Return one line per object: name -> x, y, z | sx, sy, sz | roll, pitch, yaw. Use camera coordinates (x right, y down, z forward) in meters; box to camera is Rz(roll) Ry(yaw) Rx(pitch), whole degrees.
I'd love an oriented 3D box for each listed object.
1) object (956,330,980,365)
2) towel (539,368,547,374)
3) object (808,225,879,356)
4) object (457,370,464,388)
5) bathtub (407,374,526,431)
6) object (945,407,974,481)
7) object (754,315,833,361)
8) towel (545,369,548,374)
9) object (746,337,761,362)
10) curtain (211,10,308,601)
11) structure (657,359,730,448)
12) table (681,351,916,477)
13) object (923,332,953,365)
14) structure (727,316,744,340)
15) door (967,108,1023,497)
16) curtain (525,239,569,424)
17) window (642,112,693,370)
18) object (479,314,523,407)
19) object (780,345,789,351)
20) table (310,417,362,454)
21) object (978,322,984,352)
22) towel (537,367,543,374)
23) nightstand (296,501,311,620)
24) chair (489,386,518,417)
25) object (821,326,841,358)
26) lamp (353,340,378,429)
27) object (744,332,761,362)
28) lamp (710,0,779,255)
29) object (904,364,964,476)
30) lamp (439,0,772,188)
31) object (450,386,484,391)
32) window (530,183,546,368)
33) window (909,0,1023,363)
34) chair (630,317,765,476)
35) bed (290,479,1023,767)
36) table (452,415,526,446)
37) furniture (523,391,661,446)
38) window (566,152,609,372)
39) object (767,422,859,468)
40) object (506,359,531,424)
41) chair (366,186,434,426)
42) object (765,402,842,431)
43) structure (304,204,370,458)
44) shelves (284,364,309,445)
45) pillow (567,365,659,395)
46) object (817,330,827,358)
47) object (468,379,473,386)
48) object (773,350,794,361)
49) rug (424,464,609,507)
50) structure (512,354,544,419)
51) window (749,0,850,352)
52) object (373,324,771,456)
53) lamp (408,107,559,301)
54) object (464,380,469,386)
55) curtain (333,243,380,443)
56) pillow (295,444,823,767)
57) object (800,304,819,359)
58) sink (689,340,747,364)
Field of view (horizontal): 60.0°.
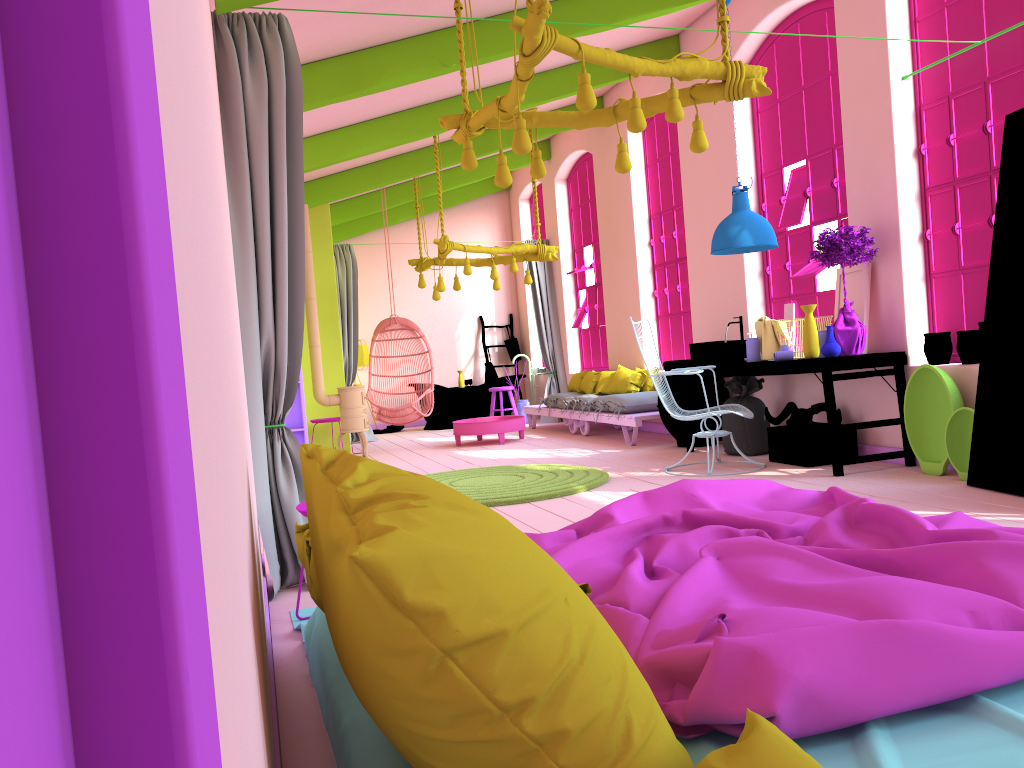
object -> 3.023, -0.243, 5.829 | 0.182, 0.223, 0.182 | -6, 2, -34
towel -> 0.588, -0.224, 14.086 | 0.247, 0.102, 0.262 | -5, 2, -26
object -> 2.400, -0.678, 6.412 | 0.503, 0.951, 0.441 | -3, 3, 34
object -> -0.794, -0.051, 13.818 | 0.097, 0.321, 0.097 | -5, 2, -5
bathtub -> -0.668, 0.282, 13.892 | 1.888, 0.740, 0.826 | -5, 2, -16
object -> 2.869, 0.367, 5.521 | 0.137, 0.463, 0.284 | -6, 2, -31
object -> 2.231, -0.381, 7.168 | 0.444, 0.369, 0.633 | -5, 2, -16
towel -> 0.663, -0.223, 13.827 | 0.262, 0.102, 0.247 | -5, 2, -21
object -> 1.981, -0.281, 7.281 | 0.109, 0.197, 0.109 | -6, 2, -24
curtain -> -1.138, -0.438, 4.210 | 0.518, 2.787, 0.525 | -6, 3, -35
structure -> 1.770, 0.180, 8.640 | 0.718, 0.845, 0.717 | -3, 3, 41
table -> 2.197, 0.195, 7.193 | 0.655, 0.821, 2.192 | -5, 2, -16
object -> 2.938, -0.244, 6.115 | 0.182, 0.223, 0.182 | -6, 3, -39
structure -> 1.973, -0.396, 7.820 | 0.166, 0.397, 0.087 | -5, 2, -7
door -> 2.939, -0.488, 4.757 | 0.450, 2.212, 1.153 | -5, 2, -6
curtain -> 0.537, -0.780, 13.132 | 0.518, 2.787, 0.525 | -5, 2, 3
window -> 1.816, -1.664, 9.890 | 0.072, 3.048, 1.275 | -5, 2, -16
object -> -0.159, -0.288, 14.797 | 0.603, 1.765, 0.410 | -5, 2, -16
object -> 2.135, -0.245, 6.933 | 0.065, 0.118, 0.065 | -3, 2, 32
table -> -2.082, 0.629, 10.554 | 0.596, 0.459, 0.595 | -4, 2, 21
object -> 3.083, -0.267, 5.628 | 0.223, 0.272, 0.223 | -6, 2, -29
towel -> 0.513, -0.225, 14.342 | 0.262, 0.102, 0.247 | -5, 2, -16
nightstand -> -0.572, 0.699, 3.684 | 0.596, 0.459, 0.595 | -4, 2, 21
chair -> -0.154, 0.344, 12.891 | 0.446, 0.593, 0.472 | -3, 3, 42
object -> 2.233, -0.298, 6.218 | 0.132, 0.219, 0.132 | -5, 2, 0
lamp -> -2.467, 0.042, 14.012 | 0.491, 1.467, 0.476 | -4, 2, 14
object -> 2.074, -0.322, 7.582 | 0.165, 0.250, 0.410 | -4, 2, 19
lamp -> 1.761, -2.057, 6.997 | 0.529, 2.003, 0.528 | -4, 2, 15
object -> 2.835, 0.226, 5.851 | 0.218, 0.734, 0.451 | -5, 2, -16
lamp -> 0.224, -2.249, 5.006 | 1.610, 2.265, 1.776 | -6, 2, -34
object -> -0.717, 0.074, 13.875 | 0.360, 0.068, 1.323 | -5, 2, -16
window -> 0.582, -1.680, 14.074 | 0.072, 3.048, 1.275 | -5, 2, -16
window -> 3.055, -1.647, 5.690 | 0.072, 3.048, 1.275 | -5, 2, -16
chair -> 1.459, 0.058, 6.934 | 0.925, 1.239, 1.078 | -4, 2, 18
bed -> 0.865, 0.594, 2.497 | 2.801, 0.514, 3.576 | -5, 2, -16
table -> -0.270, 0.566, 10.720 | 0.885, 0.285, 0.885 | -4, 2, 10
furniture -> 1.038, 0.346, 10.803 | 0.907, 0.507, 3.775 | -5, 2, -16
window -> 1.123, -1.664, 12.244 | 0.551, 3.011, 1.513 | -5, 2, -16
object -> 2.332, 0.465, 6.901 | 0.446, 0.277, 0.521 | -5, 2, -16
object -> 0.116, 0.108, 13.324 | 0.451, 0.988, 0.277 | -4, 2, 28
chair -> -1.456, -1.056, 10.713 | 0.860, 3.131, 0.806 | -5, 2, 3
object -> 2.314, 0.369, 7.046 | 0.300, 0.448, 0.672 | -6, 3, -41
structure -> -1.918, -0.540, 9.710 | 0.577, 2.815, 0.403 | -5, 2, 1
shelves -> -3.031, -0.551, 8.611 | 1.841, 3.105, 0.384 | -5, 2, -16
pillow -> 1.146, -0.031, 10.914 | 0.578, 0.399, 1.997 | -5, 2, -17
object -> 2.285, -0.294, 6.514 | 0.109, 0.197, 0.109 | -4, 2, 21
object -> -0.648, 0.008, 13.860 | 0.069, 0.170, 0.069 | -5, 2, 3
object -> 2.097, -0.216, 6.853 | 0.137, 0.076, 0.076 | -5, 2, 4
rug -> -0.197, 0.786, 6.934 | 1.888, 0.050, 1.889 | -6, 2, -29
structure -> 0.281, 0.043, 14.147 | 0.452, 1.062, 0.254 | -4, 2, 27
window -> 2.518, -1.646, 7.532 | 0.492, 3.005, 1.497 | -5, 2, -16
object -> -0.155, -0.097, 10.929 | 2.826, 1.581, 7.864 | -5, 2, -16
lamp -> -0.619, -2.138, 10.537 | 1.610, 2.265, 1.776 | -6, 2, -34
object -> -0.697, 0.018, 13.676 | 0.069, 0.170, 0.069 | -5, 2, 3
curtain -> -2.278, -0.584, 12.314 | 0.518, 2.787, 0.525 | -6, 3, -35
pillow -> -0.116, 0.525, 1.939 | 0.848, 0.822, 2.617 | -6, 2, -27
object -> 2.152, -0.378, 6.400 | 0.116, 0.383, 0.116 | -7, 3, -43
sink -> 1.811, -0.281, 7.748 | 0.340, 0.194, 0.609 | -5, 2, -16
